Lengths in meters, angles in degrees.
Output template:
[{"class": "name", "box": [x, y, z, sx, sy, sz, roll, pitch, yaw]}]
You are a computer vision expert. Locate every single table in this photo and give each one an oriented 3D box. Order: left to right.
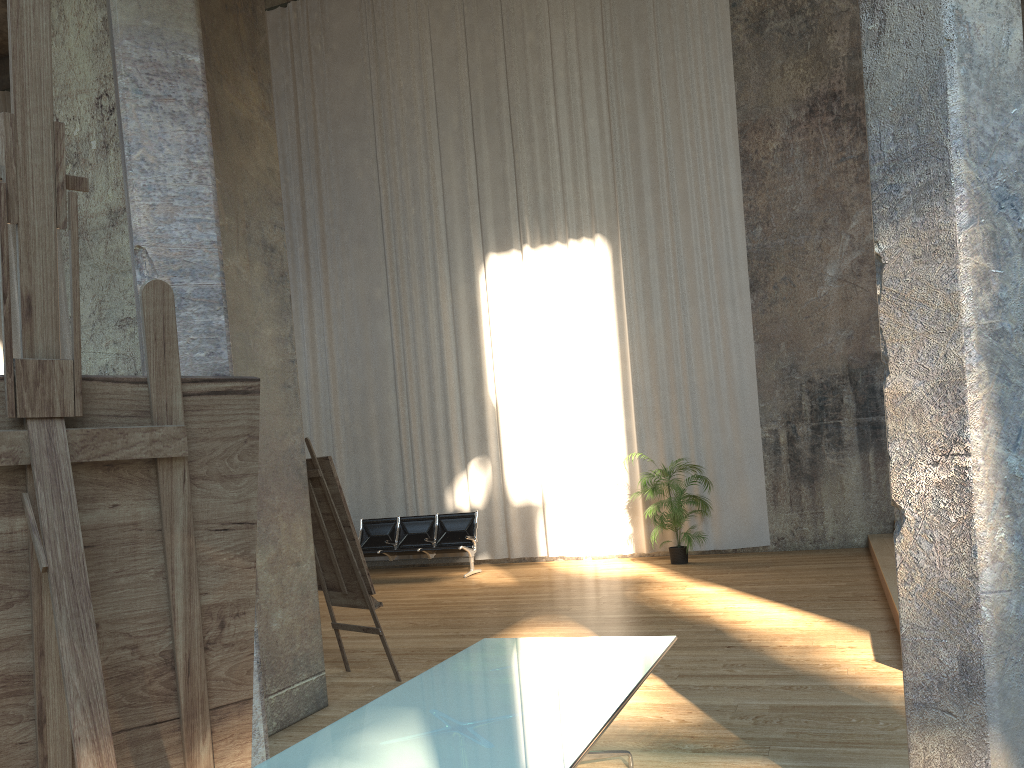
[{"class": "table", "box": [0.007, 1.398, 3.249, 0.943, 0.546, 1.870, -6, -5, 20]}]

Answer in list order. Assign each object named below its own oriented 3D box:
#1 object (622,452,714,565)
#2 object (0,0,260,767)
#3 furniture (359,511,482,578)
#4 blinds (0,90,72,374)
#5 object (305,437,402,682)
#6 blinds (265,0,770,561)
[{"class": "object", "box": [1.997, 1.555, 11.126, 1.131, 1.459, 1.090, -5, -1, 11]}, {"class": "object", "box": [-0.673, 0.488, 1.273, 0.697, 2.151, 0.687, -6, 2, -41]}, {"class": "furniture", "box": [-1.403, 2.230, 12.020, 1.876, 0.845, 0.706, -6, -2, 20]}, {"class": "blinds", "box": [-8.758, -0.789, 15.598, 7.853, 8.669, 0.273, -5, 2, 21]}, {"class": "object", "box": [-1.306, 0.993, 5.873, 0.680, 2.151, 0.704, -6, 2, -44]}, {"class": "blinds", "box": [-0.661, -1.755, 12.611, 7.853, 8.669, 0.273, -5, 2, 21]}]
